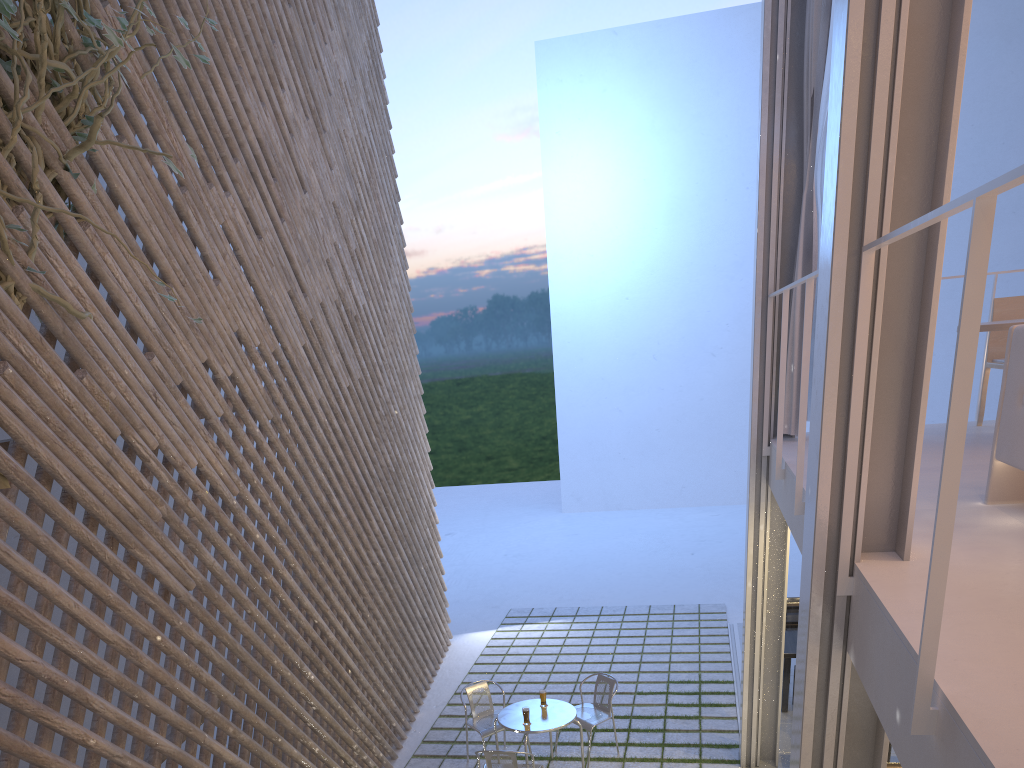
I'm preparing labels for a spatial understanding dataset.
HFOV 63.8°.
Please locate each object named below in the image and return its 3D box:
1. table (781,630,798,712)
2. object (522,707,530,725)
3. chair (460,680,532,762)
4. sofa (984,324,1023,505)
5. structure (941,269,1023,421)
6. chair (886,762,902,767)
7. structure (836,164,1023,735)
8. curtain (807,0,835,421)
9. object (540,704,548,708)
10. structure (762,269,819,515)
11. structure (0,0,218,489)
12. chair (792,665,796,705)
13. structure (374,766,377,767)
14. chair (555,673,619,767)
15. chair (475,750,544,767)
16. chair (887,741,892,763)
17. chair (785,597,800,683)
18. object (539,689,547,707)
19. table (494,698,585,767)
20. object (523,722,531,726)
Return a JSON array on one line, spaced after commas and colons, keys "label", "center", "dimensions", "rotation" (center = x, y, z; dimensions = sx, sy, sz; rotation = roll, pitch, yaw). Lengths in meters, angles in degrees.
[{"label": "table", "center": [1.541, 1.459, 4.185], "dimensions": [0.360, 0.364, 0.318], "rotation": [-2, 13, 12]}, {"label": "object", "center": [0.061, 1.407, 3.489], "dimensions": [0.030, 0.084, 0.029], "rotation": [-16, 22, -31]}, {"label": "chair", "center": [-0.094, 1.601, 3.874], "dimensions": [0.248, 0.417, 0.235], "rotation": [-17, 20, -36]}, {"label": "sofa", "center": [1.152, 0.081, 1.226], "dimensions": [0.501, 0.403, 0.900], "rotation": [-3, 6, 13]}, {"label": "structure", "center": [1.932, 0.486, 3.844], "dimensions": [1.369, 1.963, 1.295], "rotation": [-2, 15, 12]}, {"label": "chair", "center": [1.232, 1.500, 2.739], "dimensions": [0.192, 0.480, 0.212], "rotation": [-1, 18, 12]}, {"label": "structure", "center": [0.397, 0.131, 0.596], "dimensions": [0.028, 0.604, 1.556], "rotation": [0, 6, 13]}, {"label": "curtain", "center": [1.209, -1.115, 2.547], "dimensions": [0.517, 2.651, 0.086], "rotation": [-2, 21, 8]}, {"label": "object", "center": [1.490, 1.116, 3.214], "dimensions": [2.874, 0.441, 0.033], "rotation": [-5, 20, 15]}, {"label": "structure", "center": [0.767, 0.026, 2.243], "dimensions": [0.028, 0.604, 1.554], "rotation": [0, 6, 13]}, {"label": "structure", "center": [-1.030, -1.235, 1.618], "dimensions": [0.745, 2.982, 2.119], "rotation": [-3, 14, 4]}, {"label": "chair", "center": [1.492, 1.421, 4.020], "dimensions": [0.192, 0.480, 0.212], "rotation": [-1, 18, 12]}, {"label": "structure", "center": [-0.539, 1.708, 3.349], "dimensions": [0.295, 0.355, 0.285], "rotation": [-5, 13, -2]}, {"label": "chair", "center": [0.364, 1.559, 3.850], "dimensions": [0.238, 0.417, 0.246], "rotation": [-15, 19, -31]}, {"label": "chair", "center": [-0.010, 1.614, 3.381], "dimensions": [0.263, 0.417, 0.221], "rotation": [-1, 17, 12]}, {"label": "chair", "center": [1.335, 1.471, 3.199], "dimensions": [0.192, 0.480, 0.212], "rotation": [-1, 18, 12]}, {"label": "chair", "center": [1.592, 1.393, 4.469], "dimensions": [0.192, 0.480, 0.212], "rotation": [-1, 18, 12]}, {"label": "object", "center": [0.138, 1.393, 3.651], "dimensions": [0.030, 0.084, 0.029], "rotation": [-16, 22, -31]}, {"label": "table", "center": [0.122, 1.612, 3.654], "dimensions": [0.339, 0.366, 0.325], "rotation": [-11, 14, -24]}, {"label": "object", "center": [1.444, 1.107, 3.106], "dimensions": [2.912, 0.478, 0.054], "rotation": [-5, 20, 13]}]
